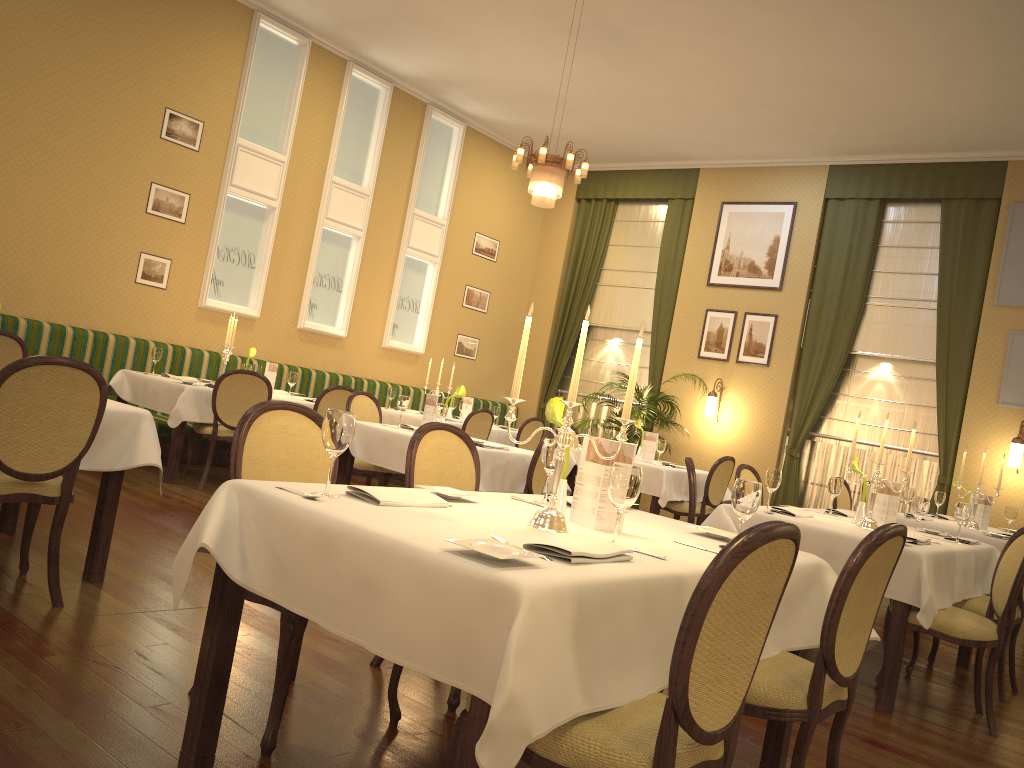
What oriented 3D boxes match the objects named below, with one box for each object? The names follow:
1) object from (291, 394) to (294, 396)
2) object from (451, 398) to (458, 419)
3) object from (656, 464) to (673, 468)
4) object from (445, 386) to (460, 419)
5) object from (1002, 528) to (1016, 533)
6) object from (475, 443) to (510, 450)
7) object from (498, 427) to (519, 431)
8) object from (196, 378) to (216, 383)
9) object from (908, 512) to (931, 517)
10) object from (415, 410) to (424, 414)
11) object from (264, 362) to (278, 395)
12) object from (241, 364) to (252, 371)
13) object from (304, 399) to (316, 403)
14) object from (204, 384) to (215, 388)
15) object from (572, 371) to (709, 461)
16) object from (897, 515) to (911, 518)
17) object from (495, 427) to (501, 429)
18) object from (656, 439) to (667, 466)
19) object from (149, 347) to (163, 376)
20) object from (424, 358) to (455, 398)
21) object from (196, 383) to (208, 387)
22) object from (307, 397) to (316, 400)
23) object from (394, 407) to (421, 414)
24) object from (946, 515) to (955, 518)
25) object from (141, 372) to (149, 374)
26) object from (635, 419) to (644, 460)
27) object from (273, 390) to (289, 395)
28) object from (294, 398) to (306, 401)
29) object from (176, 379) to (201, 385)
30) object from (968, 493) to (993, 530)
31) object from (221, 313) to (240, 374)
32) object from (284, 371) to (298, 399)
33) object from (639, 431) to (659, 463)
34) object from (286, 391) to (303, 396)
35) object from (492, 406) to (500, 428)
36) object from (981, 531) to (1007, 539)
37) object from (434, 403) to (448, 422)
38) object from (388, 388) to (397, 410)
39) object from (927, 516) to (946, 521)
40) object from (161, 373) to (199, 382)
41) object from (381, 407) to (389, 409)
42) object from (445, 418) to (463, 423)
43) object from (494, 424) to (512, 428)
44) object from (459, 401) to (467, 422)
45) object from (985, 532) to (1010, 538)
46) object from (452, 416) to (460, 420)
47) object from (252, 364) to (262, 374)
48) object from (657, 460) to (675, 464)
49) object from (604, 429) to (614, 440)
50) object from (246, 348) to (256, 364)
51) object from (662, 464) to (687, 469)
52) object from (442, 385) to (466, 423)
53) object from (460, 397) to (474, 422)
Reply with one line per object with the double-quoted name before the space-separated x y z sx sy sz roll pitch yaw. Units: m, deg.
"object" -2.107 0.095 8.354 0.181 0.015 0.038 10 -1 40
"object" -0.676 0.281 10.184 0.088 0.229 0.088 11 -1 -3
"object" 1.340 0.724 7.859 0.185 0.010 0.017 10 -1 39
"object" -0.651 0.205 9.821 0.076 0.375 0.163 10 -1 26
"object" 4.191 1.237 7.453 0.160 0.024 0.160 10 -1 39
"object" -0.152 0.410 5.866 0.142 0.024 0.273 10 -1 39
"object" -0.024 0.503 9.913 0.142 0.024 0.273 10 -1 39
"object" -2.669 -0.023 7.745 0.160 0.024 0.160 10 -1 39
"object" 3.287 1.066 7.186 0.160 0.024 0.160 10 -1 39
"object" -1.008 0.319 9.846 0.160 0.024 0.160 10 -1 39
"object" -2.112 -0.048 7.773 0.081 0.277 0.166 10 -1 0
"object" -2.189 -0.048 7.270 0.088 0.229 0.088 11 -1 -3
"object" -1.684 0.161 7.812 0.142 0.024 0.273 10 -1 39
"object" -2.307 0.030 7.106 0.142 0.033 0.273 10 -1 39
"object" 1.468 0.659 10.612 1.496 1.807 1.552 10 -1 20
"object" 2.934 0.996 6.697 0.181 0.015 0.038 10 -1 40
"object" -0.192 0.475 9.807 0.185 0.010 0.017 10 -1 39
"object" 1.298 0.604 7.779 0.088 0.229 0.088 11 -1 -3
"object" -2.944 -0.186 7.323 0.088 0.229 0.088 11 -1 -3
"object" -0.798 0.035 9.540 0.390 0.655 0.131 9 -1 45
"object" -2.450 0.008 7.012 0.181 0.015 0.038 10 -1 40
"object" -1.764 0.148 8.013 0.160 0.024 0.160 10 -1 39
"object" -1.127 0.289 9.557 0.142 0.033 0.273 10 -1 39
"object" 3.878 1.187 7.904 0.160 0.024 0.160 10 -1 39
"object" -3.021 -0.093 7.256 0.181 0.015 0.038 10 -1 40
"object" 1.192 0.519 8.285 0.076 0.375 0.163 11 -1 -29
"object" -2.220 0.065 8.235 0.142 0.033 0.273 10 -1 39
"object" -1.853 0.133 7.706 0.185 0.010 0.017 10 -1 39
"object" -2.508 -0.009 6.860 0.160 0.024 0.160 10 -1 39
"object" 3.758 1.024 7.105 0.166 0.277 0.081 10 -1 10
"object" -2.403 -0.296 7.497 0.131 0.655 0.390 11 -1 -37
"object" -1.904 0.011 7.646 0.088 0.229 0.088 11 -1 -3
"object" 1.220 0.572 8.066 0.081 0.277 0.166 11 -1 -45
"object" -2.078 0.098 8.463 0.160 0.024 0.160 10 -1 39
"object" -0.186 0.363 9.694 0.088 0.229 0.088 11 -1 -3
"object" 3.505 1.097 6.453 0.181 0.015 0.038 10 -1 40
"object" -0.477 0.242 5.789 0.088 0.229 0.088 11 -1 -9
"object" -1.283 0.156 9.424 0.088 0.229 0.088 11 -1 -3
"object" 3.554 1.126 7.452 0.185 0.010 0.017 10 -1 40
"object" -2.788 -0.053 7.457 0.142 0.033 0.273 10 -1 39
"object" -1.361 0.250 9.357 0.181 0.015 0.038 10 -1 40
"object" -0.646 0.372 9.207 0.142 0.033 0.273 10 -1 39
"object" -0.103 0.490 10.113 0.160 0.024 0.160 10 -1 39
"object" -0.529 0.294 9.370 0.088 0.229 0.088 11 -1 -3
"object" 3.447 1.080 6.301 0.160 0.024 0.160 10 -1 39
"object" -0.559 0.407 10.335 0.142 0.033 0.273 10 -1 39
"object" -2.337 -0.061 8.084 0.088 0.229 0.088 11 -1 -9
"object" 1.454 0.748 8.391 0.160 0.024 0.160 10 -1 39
"object" 0.890 0.537 8.280 0.088 0.229 0.088 11 -1 -3
"object" -2.283 -0.133 7.652 0.076 0.375 0.163 11 -1 -29
"object" 1.489 0.750 8.068 0.142 0.024 0.273 10 -1 39
"object" -0.428 0.184 6.158 0.163 0.375 0.076 10 -1 16
"object" -0.524 0.280 9.802 0.081 0.277 0.166 11 -1 -35
